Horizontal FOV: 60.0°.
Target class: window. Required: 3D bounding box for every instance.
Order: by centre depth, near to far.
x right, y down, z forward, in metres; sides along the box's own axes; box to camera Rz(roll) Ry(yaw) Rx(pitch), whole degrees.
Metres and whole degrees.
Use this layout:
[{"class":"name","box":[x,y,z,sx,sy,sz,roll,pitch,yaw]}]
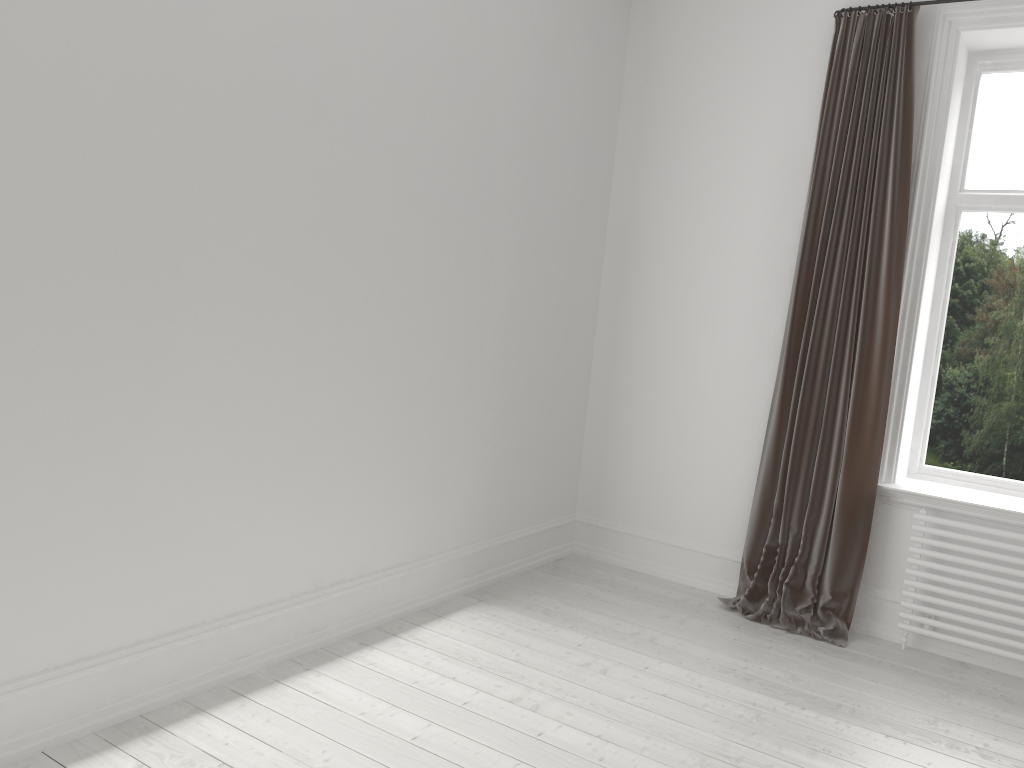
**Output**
[{"class":"window","box":[2.392,-0.435,3.735,1.112,1.956,0.120,9,7,33]}]

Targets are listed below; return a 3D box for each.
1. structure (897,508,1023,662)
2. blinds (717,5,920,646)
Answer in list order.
[{"class":"structure","box":[2.054,0.912,3.556,0.887,0.670,0.120,9,7,33]},{"class":"blinds","box":[1.350,-0.266,3.837,0.595,2.681,0.246,11,7,41]}]
